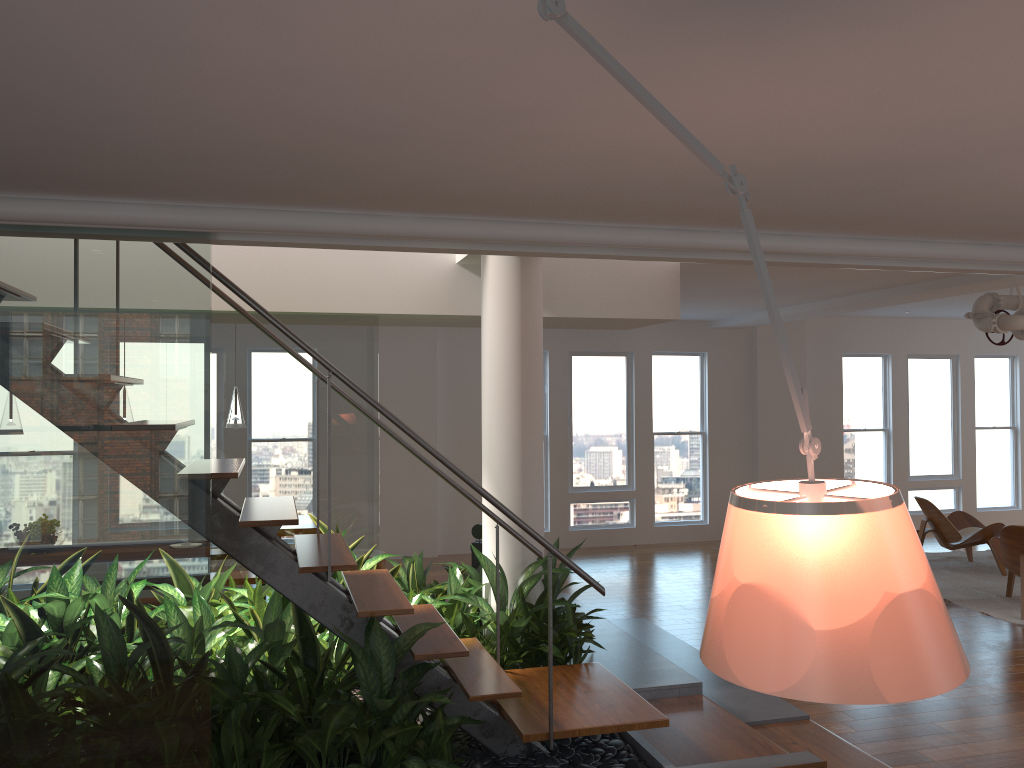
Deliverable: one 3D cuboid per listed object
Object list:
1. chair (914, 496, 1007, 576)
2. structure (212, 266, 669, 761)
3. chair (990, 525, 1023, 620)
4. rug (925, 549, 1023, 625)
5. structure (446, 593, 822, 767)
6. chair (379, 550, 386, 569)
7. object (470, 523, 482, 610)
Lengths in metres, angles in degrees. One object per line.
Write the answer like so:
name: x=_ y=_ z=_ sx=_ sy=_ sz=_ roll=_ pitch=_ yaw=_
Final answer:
chair: x=4.634 y=1.531 z=9.119 sx=0.867 sy=0.752 sz=0.856 roll=-1 pitch=-1 yaw=35
structure: x=-1.928 y=-0.426 z=3.951 sx=4.591 sy=4.265 sz=2.552 roll=0 pitch=-1 yaw=-15
chair: x=4.370 y=1.501 z=7.339 sx=0.867 sy=0.752 sz=0.856 roll=0 pitch=-1 yaw=-10
rug: x=5.366 y=1.846 z=8.359 sx=3.478 sy=0.057 sz=3.525 roll=0 pitch=-1 yaw=-11
structure: x=-1.331 y=1.663 z=4.291 sx=5.584 sy=0.386 sz=3.088 roll=0 pitch=-1 yaw=-15
chair: x=-1.349 y=1.703 z=7.869 sx=0.460 sy=0.400 sz=0.460 roll=0 pitch=-1 yaw=-5
object: x=-0.189 y=1.215 z=5.973 sx=0.134 sy=0.565 sz=0.318 roll=-1 pitch=-1 yaw=21
